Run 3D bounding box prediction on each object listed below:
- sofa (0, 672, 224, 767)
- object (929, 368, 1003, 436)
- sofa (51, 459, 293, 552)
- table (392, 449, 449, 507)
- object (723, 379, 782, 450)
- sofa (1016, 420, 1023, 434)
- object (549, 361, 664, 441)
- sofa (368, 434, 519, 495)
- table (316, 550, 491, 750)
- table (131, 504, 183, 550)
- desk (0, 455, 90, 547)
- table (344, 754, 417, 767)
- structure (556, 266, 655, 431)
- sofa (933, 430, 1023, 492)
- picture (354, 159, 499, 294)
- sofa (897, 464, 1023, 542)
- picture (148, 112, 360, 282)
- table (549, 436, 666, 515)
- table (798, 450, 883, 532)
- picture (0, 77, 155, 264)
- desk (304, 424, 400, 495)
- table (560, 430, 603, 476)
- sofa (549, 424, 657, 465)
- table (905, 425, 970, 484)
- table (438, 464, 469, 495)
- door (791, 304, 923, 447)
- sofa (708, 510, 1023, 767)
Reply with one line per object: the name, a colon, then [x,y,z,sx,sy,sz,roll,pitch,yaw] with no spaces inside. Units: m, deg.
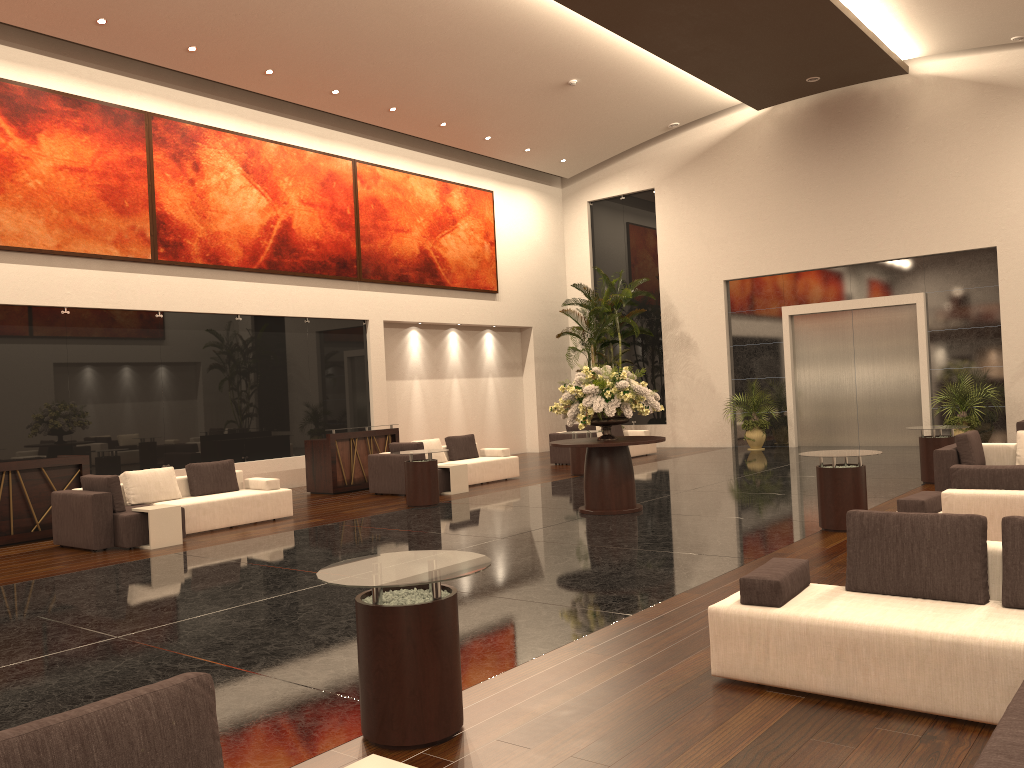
sofa: [-0.212,1.211,1.609,2.846,0.862,1.291,-3,-1,38]
object: [8.933,0.474,17.620,1.373,1.682,1.297,-3,0,-14]
sofa: [-4.248,1.495,11.539,1.291,0.862,2.846,-3,-1,38]
table: [-1.332,1.394,13.095,0.833,0.795,0.844,-3,0,-1]
object: [5.570,0.666,20.346,1.373,1.682,1.297,-3,0,-19]
sofa: [9.850,0.811,14.365,2.846,0.862,1.291,-3,-1,38]
object: [1.232,0.180,11.543,1.453,1.097,1.402,-3,0,-6]
sofa: [-1.044,1.368,15.600,1.291,0.862,2.846,-3,-1,38]
table: [-0.497,1.279,4.289,0.844,0.795,0.833,-3,0,-13]
table: [-4.207,1.687,10.515,0.400,0.460,0.400,-3,-1,38]
desk: [-6.732,1.525,11.096,0.700,1.043,2.606,-3,-1,38]
table: [-0.408,1.432,2.610,0.400,0.460,0.400,-3,-1,38]
structure: [2.454,-0.628,22.233,2.436,4.611,2.531,-3,0,10]
sofa: [6.338,0.951,9.912,2.846,0.862,1.291,-3,-1,38]
picture: [-1.817,-3.433,20.064,0.070,2.526,4.515,-3,-1,38]
sofa: [4.944,1.002,7.678,2.586,0.862,3.366,-3,-1,38]
picture: [-4.617,-3.322,16.515,0.070,2.526,4.515,-3,-1,38]
table: [1.263,1.188,11.553,1.498,0.921,1.498,-3,-1,29]
table: [3.461,1.122,9.306,0.833,0.795,0.844,-3,0,-1]
picture: [-7.414,-3.210,12.969,0.070,2.526,4.515,-3,-1,38]
desk: [-2.831,1.333,15.995,0.760,1.114,1.634,-3,-1,38]
table: [1.322,1.289,16.505,0.833,0.795,0.844,-3,0,-1]
sofa: [2.169,1.240,19.674,1.291,0.862,2.846,-3,-1,38]
table: [6.115,1.017,12.716,0.833,0.795,0.844,-3,0,-1]
table: [-1.004,1.560,14.576,0.400,0.460,0.400,-3,-1,38]
door: [7.649,-0.130,19.724,2.767,3.048,0.040,-3,-1,38]
sofa: [1.645,1.133,3.467,2.586,0.862,3.366,-3,-1,38]
